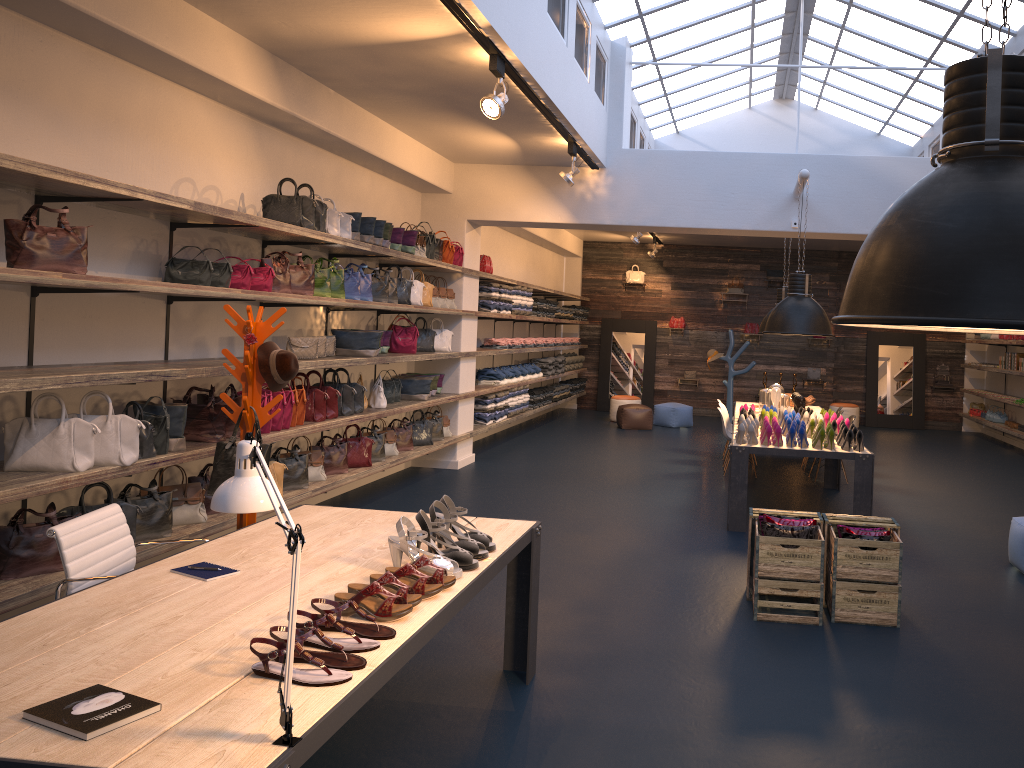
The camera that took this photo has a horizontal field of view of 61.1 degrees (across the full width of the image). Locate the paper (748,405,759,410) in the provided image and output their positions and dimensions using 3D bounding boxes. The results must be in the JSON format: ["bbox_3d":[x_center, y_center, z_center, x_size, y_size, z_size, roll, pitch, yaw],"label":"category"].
[{"bbox_3d":[3.305,0.312,11.675,0.317,0.014,0.759,4,4,22],"label":"paper"}]

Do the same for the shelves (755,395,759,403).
[{"bbox_3d":[5.174,0.327,17.656,0.443,0.157,0.250,3,3,8],"label":"shelves"}]

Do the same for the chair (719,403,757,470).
[{"bbox_3d":[2.947,0.667,11.299,0.521,0.801,0.487,3,1,18],"label":"chair"}]

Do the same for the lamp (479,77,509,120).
[{"bbox_3d":[-0.094,-1.958,5.952,0.268,0.315,0.168,2,1,-26],"label":"lamp"}]

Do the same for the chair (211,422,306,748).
[{"bbox_3d":[-0.588,0.479,2.141,0.180,0.746,0.511,3,1,-41],"label":"chair"}]

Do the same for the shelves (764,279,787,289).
[{"bbox_3d":[5.356,-2.021,17.663,0.443,0.179,0.250,3,3,8],"label":"shelves"}]

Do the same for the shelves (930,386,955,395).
[{"bbox_3d":[8.604,0.132,17.334,0.443,0.157,0.250,3,3,8],"label":"shelves"}]

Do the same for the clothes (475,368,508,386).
[{"bbox_3d":[-0.299,-0.105,11.810,0.415,0.240,0.439,3,3,10],"label":"clothes"}]

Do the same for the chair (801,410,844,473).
[{"bbox_3d":[3.987,0.726,11.187,0.533,0.801,0.476,3,1,9],"label":"chair"}]

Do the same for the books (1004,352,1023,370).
[{"bbox_3d":[8.500,-0.380,14.602,0.233,0.288,0.655,3,3,12],"label":"books"}]

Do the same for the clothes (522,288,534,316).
[{"bbox_3d":[0.153,-1.237,12.994,0.254,0.456,0.352,3,1,24],"label":"clothes"}]

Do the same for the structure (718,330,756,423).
[{"bbox_3d":[4.271,-0.147,16.791,0.892,1.808,0.186,3,0,36],"label":"structure"}]

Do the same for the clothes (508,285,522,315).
[{"bbox_3d":[-0.028,-1.199,12.307,0.254,0.456,0.352,3,1,24],"label":"clothes"}]

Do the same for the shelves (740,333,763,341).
[{"bbox_3d":[4.879,-0.920,17.696,0.443,0.210,0.250,3,2,8],"label":"shelves"}]

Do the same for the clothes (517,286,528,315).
[{"bbox_3d":[0.058,-1.217,12.634,0.254,0.456,0.352,3,1,24],"label":"clothes"}]

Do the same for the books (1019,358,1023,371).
[{"bbox_3d":[8.380,-0.311,14.110,0.177,0.213,0.338,3,3,12],"label":"books"}]

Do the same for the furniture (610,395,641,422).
[{"bbox_3d":[2.099,0.459,16.057,0.562,0.480,0.599,3,2,13],"label":"furniture"}]

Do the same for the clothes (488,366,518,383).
[{"bbox_3d":[-0.183,-0.130,12.253,0.398,0.240,0.456,4,3,26],"label":"clothes"}]

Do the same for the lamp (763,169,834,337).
[{"bbox_3d":[2.860,-1.308,8.590,0.701,1.647,0.698,3,0,2],"label":"lamp"}]

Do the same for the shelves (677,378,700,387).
[{"bbox_3d":[3.618,-0.034,17.811,0.443,0.143,0.250,3,3,8],"label":"shelves"}]

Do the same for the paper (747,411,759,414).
[{"bbox_3d":[3.191,0.358,10.922,0.783,0.014,0.307,0,5,-39],"label":"paper"}]

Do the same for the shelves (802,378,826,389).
[{"bbox_3d":[6.104,-0.003,17.572,0.443,0.183,0.250,3,2,8],"label":"shelves"}]

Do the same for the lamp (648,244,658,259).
[{"bbox_3d":[2.722,-2.552,16.761,0.195,0.328,0.221,2,1,-36],"label":"lamp"}]

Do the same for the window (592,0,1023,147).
[{"bbox_3d":[2.108,-3.931,5.341,4.208,0.837,19.284,4,4,14],"label":"window"}]

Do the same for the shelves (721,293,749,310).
[{"bbox_3d":[4.548,-1.690,17.736,0.547,0.317,0.250,3,1,7],"label":"shelves"}]

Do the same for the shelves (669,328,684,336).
[{"bbox_3d":[3.390,-1.066,17.841,0.297,0.157,0.251,3,3,9],"label":"shelves"}]

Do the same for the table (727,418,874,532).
[{"bbox_3d":[2.808,0.866,8.718,1.203,0.740,2.609,3,4,13],"label":"table"}]

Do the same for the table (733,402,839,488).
[{"bbox_3d":[3.479,0.726,11.259,1.203,0.740,2.609,3,4,13],"label":"table"}]

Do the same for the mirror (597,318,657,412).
[{"bbox_3d":[2.380,-0.376,17.938,1.135,1.918,0.272,3,0,6],"label":"mirror"}]

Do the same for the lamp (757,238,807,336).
[{"bbox_3d":[3.573,-1.458,11.297,0.757,1.647,0.642,3,0,-43],"label":"lamp"}]

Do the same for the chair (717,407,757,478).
[{"bbox_3d":[2.770,0.704,10.634,0.533,0.801,0.476,3,1,9],"label":"chair"}]

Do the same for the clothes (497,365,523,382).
[{"bbox_3d":[-0.076,-0.152,12.654,0.415,0.240,0.439,3,3,10],"label":"clothes"}]

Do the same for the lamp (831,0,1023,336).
[{"bbox_3d":[1.114,-0.941,1.981,0.742,1.647,0.658,3,0,-21],"label":"lamp"}]

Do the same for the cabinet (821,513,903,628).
[{"bbox_3d":[2.198,1.157,5.457,0.460,0.548,0.571,3,2,11],"label":"cabinet"}]

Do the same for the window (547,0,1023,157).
[{"bbox_3d":[3.017,-3.183,8.873,4.362,0.651,11.629,4,4,13],"label":"window"}]

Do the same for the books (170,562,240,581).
[{"bbox_3d":[-1.111,0.674,3.151,0.190,0.018,0.148,5,4,31],"label":"books"}]

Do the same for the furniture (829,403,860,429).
[{"bbox_3d":[6.449,0.619,16.861,0.562,0.480,0.599,3,2,13],"label":"furniture"}]

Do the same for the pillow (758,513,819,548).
[{"bbox_3d":[1.708,0.976,5.407,0.348,0.349,0.448,3,2,11],"label":"pillow"}]

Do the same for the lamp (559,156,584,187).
[{"bbox_3d":[0.582,-2.103,8.645,0.255,0.328,0.170,2,1,-21],"label":"lamp"}]

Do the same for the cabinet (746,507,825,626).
[{"bbox_3d":[2.677,1.205,5.094,2.646,0.548,0.788,4,3,22],"label":"cabinet"}]

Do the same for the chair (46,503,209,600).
[{"bbox_3d":[-1.476,0.961,3.560,0.693,0.837,0.672,3,1,-10],"label":"chair"}]

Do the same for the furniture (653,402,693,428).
[{"bbox_3d":[2.928,0.549,15.761,0.702,0.423,0.596,0,3,-40],"label":"furniture"}]

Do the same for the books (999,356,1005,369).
[{"bbox_3d":[8.593,-0.368,15.078,0.175,0.210,0.327,3,3,13],"label":"books"}]

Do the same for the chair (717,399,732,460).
[{"bbox_3d":[3.084,0.628,11.977,0.533,0.801,0.476,3,1,9],"label":"chair"}]

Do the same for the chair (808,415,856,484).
[{"bbox_3d":[3.872,0.767,10.506,0.542,0.801,0.468,3,1,3],"label":"chair"}]

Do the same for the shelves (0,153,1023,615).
[{"bbox_3d":[2.989,0.008,9.271,8.416,2.225,17.301,4,4,13],"label":"shelves"}]

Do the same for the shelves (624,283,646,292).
[{"bbox_3d":[2.529,-2.001,17.936,0.443,0.157,0.250,3,3,8],"label":"shelves"}]

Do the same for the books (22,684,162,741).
[{"bbox_3d":[-0.974,0.759,2.017,0.213,0.017,0.190,5,4,28],"label":"books"}]

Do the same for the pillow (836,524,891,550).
[{"bbox_3d":[2.195,1.031,5.461,0.301,0.319,0.470,3,3,12],"label":"pillow"}]

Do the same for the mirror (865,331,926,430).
[{"bbox_3d":[7.696,-0.078,17.426,1.135,1.918,0.272,3,0,6],"label":"mirror"}]

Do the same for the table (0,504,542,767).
[{"bbox_3d":[-0.802,1.076,3.050,1.203,0.740,2.609,3,4,13],"label":"table"}]

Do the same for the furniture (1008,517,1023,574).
[{"bbox_3d":[4.150,1.235,6.628,0.636,0.423,0.662,3,3,9],"label":"furniture"}]

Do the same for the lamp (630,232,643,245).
[{"bbox_3d":[2.026,-2.406,14.127,0.195,0.328,0.221,2,1,-36],"label":"lamp"}]

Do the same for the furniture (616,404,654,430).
[{"bbox_3d":[2.137,0.556,15.098,0.663,0.423,0.635,3,3,-6],"label":"furniture"}]

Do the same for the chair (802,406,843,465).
[{"bbox_3d":[4.223,0.693,11.842,0.530,0.801,0.479,3,1,11],"label":"chair"}]

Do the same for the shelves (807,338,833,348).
[{"bbox_3d":[6.230,-0.832,17.589,0.485,0.184,0.206,3,2,7],"label":"shelves"}]
